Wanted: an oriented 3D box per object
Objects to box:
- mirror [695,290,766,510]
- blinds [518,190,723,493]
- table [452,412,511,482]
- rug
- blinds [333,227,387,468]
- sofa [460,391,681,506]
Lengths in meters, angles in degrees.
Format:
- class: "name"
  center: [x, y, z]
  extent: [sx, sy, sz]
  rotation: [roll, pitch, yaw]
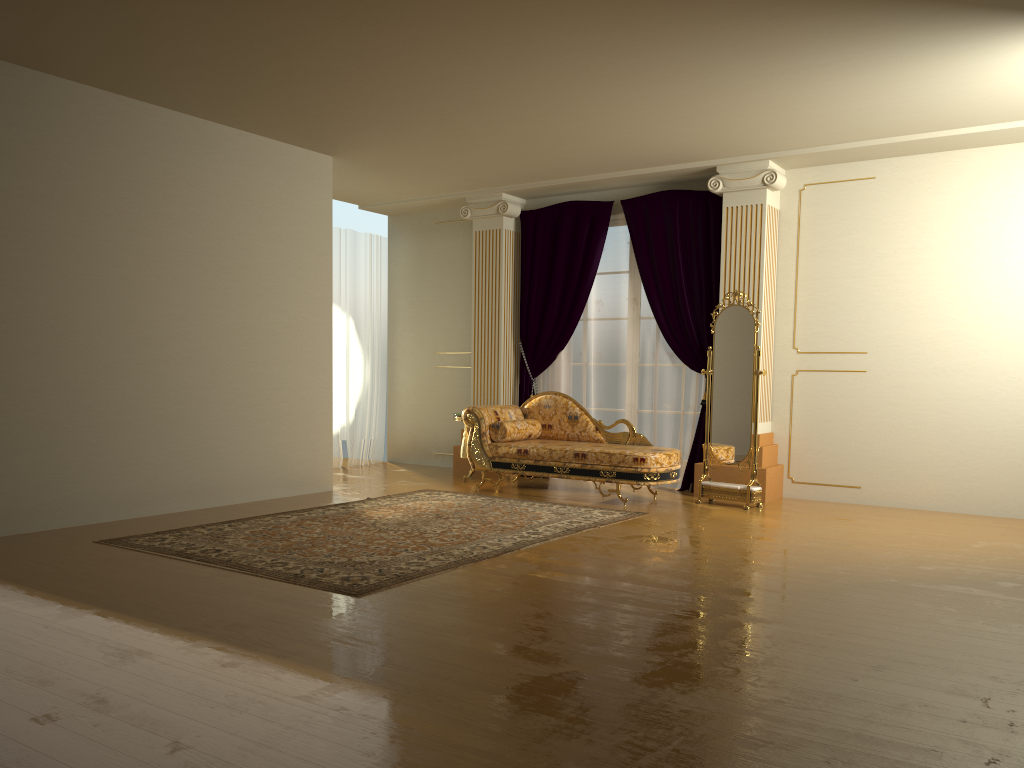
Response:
- class: "mirror"
  center: [1.731, 0.115, 6.957]
  extent: [0.540, 1.708, 0.242]
  rotation: [5, 6, 44]
- class: "blinds"
  center: [0.989, -0.384, 8.219]
  extent: [2.231, 2.665, 0.338]
  rotation: [3, 5, 35]
- class: "table"
  center: [-0.288, 0.600, 8.467]
  extent: [0.571, 0.646, 0.569]
  rotation: [0, 3, -11]
- class: "rug"
  center: [-0.709, 0.931, 5.840]
  extent: [2.113, 0.017, 3.073]
  rotation: [1, 1, 34]
- class: "blinds"
  center: [-1.971, -0.364, 8.978]
  extent: [0.163, 2.517, 2.161]
  rotation: [4, 4, 36]
- class: "sofa"
  center: [0.494, 0.506, 7.454]
  extent: [1.890, 0.875, 0.692]
  rotation: [2, 3, 34]
